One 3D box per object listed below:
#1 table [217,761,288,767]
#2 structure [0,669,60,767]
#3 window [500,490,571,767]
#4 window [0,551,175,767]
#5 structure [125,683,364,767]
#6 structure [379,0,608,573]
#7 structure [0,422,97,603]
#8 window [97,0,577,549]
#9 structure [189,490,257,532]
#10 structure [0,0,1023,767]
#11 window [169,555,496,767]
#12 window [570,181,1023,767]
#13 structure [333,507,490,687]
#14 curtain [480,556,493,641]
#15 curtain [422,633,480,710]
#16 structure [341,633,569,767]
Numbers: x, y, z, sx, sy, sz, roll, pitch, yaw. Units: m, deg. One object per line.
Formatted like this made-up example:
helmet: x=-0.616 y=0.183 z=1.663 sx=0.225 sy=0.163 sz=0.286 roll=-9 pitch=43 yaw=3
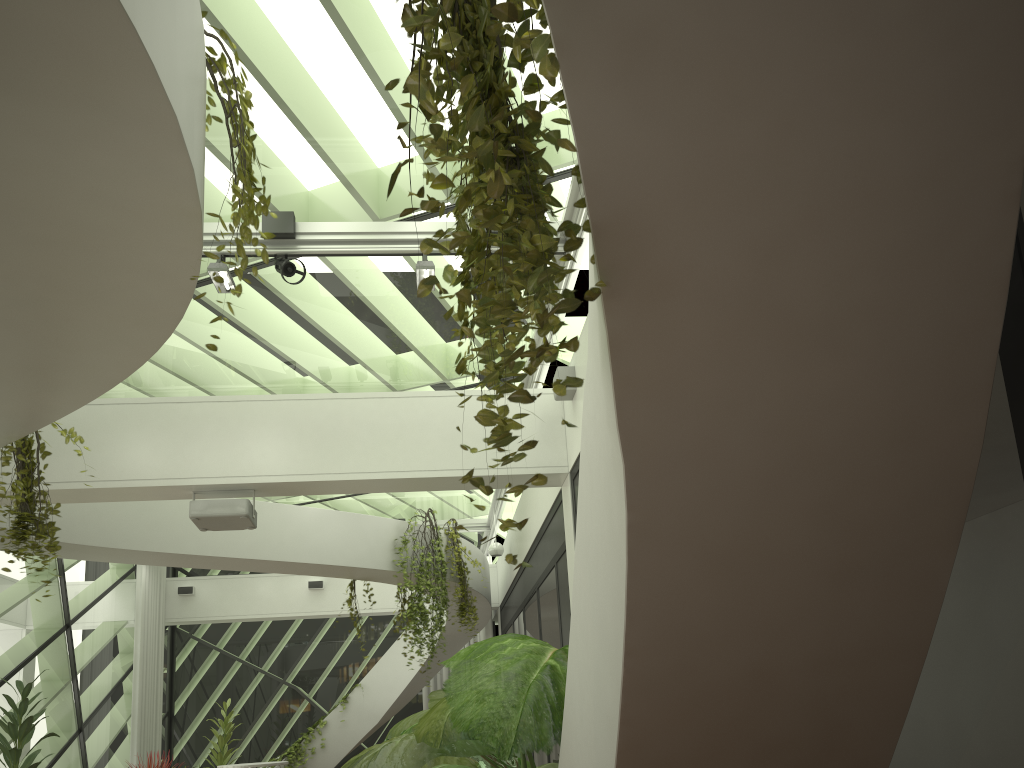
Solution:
table: x=-3.218 y=5.280 z=10.864 sx=0.868 sy=1.055 sz=0.880 roll=-12 pitch=-19 yaw=28
structure: x=-3.920 y=2.572 z=5.658 sx=0.853 sy=1.535 sz=3.477 roll=-2 pitch=-20 yaw=-6
window: x=0.230 y=3.740 z=10.282 sx=0.050 sy=3.112 sz=7.507 roll=-2 pitch=-20 yaw=-6
window: x=-5.244 y=2.158 z=7.176 sx=0.084 sy=4.454 sz=17.512 roll=-2 pitch=-21 yaw=-6
structure: x=-4.201 y=5.076 z=12.289 sx=2.057 sy=1.606 sz=4.924 roll=-12 pitch=-22 yaw=23
structure: x=0.013 y=-0.761 z=1.484 sx=0.616 sy=2.037 sz=1.106 roll=-5 pitch=-15 yaw=6
structure: x=-3.059 y=0.406 z=4.752 sx=1.465 sy=2.226 sz=4.764 roll=10 pitch=-24 yaw=-40
window: x=-2.562 y=-0.051 z=7.961 sx=5.684 sy=0.053 sz=17.478 roll=-1 pitch=-21 yaw=-6
structure: x=-2.201 y=0.961 z=6.697 sx=0.462 sy=0.266 sz=0.405 roll=-2 pitch=-19 yaw=-6
structure: x=-2.072 y=0.908 z=2.769 sx=5.917 sy=4.058 sz=25.452 roll=-3 pitch=-21 yaw=0
window: x=-3.113 y=5.296 z=15.535 sx=5.734 sy=4.472 sz=0.039 roll=-2 pitch=-13 yaw=-6
window: x=0.872 y=0.851 z=2.978 sx=0.050 sy=3.112 sz=7.414 roll=-2 pitch=-20 yaw=-6
structure: x=-1.196 y=2.514 z=10.253 sx=1.657 sy=1.995 sz=1.478 roll=11 pitch=-21 yaw=-39
curtain: x=-0.379 y=5.001 z=14.746 sx=0.160 sy=3.936 sz=1.038 roll=-2 pitch=-14 yaw=-7
curtain: x=-0.968 y=5.321 z=15.474 sx=1.230 sy=3.936 sz=0.166 roll=-2 pitch=-13 yaw=-7
structure: x=-0.513 y=3.255 z=7.143 sx=1.781 sy=1.648 sz=9.304 roll=-2 pitch=-21 yaw=-6
